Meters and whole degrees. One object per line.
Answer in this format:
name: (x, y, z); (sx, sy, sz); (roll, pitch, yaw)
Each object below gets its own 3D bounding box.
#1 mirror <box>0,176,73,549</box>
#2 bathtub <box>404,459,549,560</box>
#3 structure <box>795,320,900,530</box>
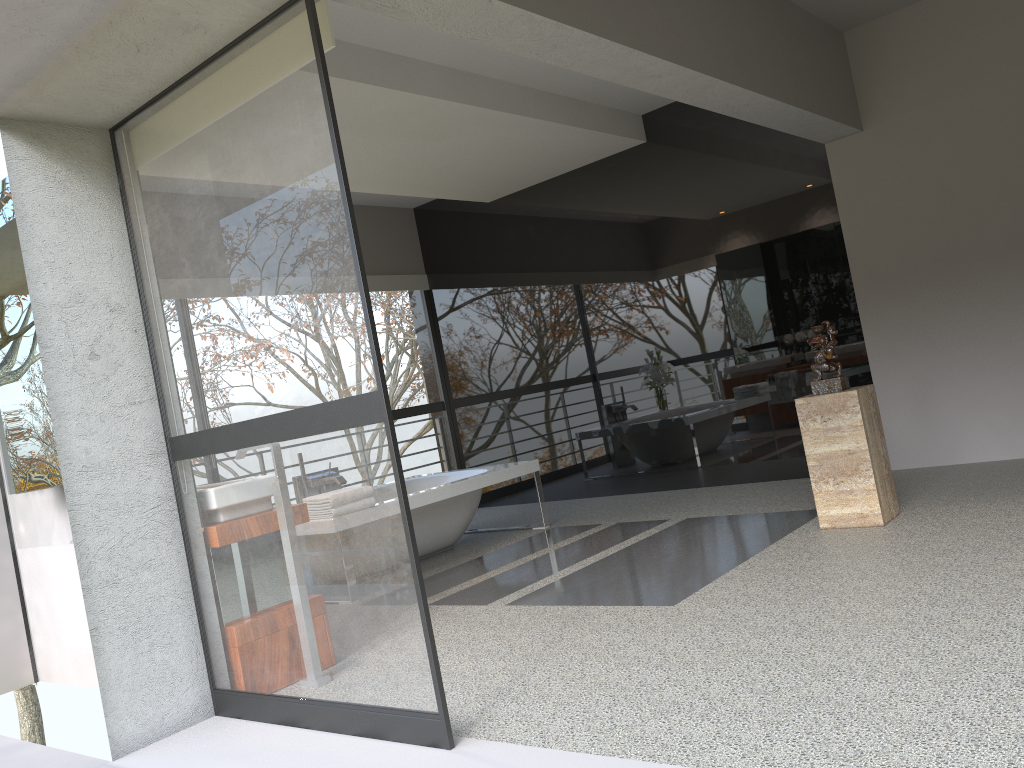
mirror: (-2.115, -0.060, 4.010); (1.788, 1.618, 0.253); (-12, -2, 39)
bathtub: (-0.868, 1.011, 6.219); (1.326, 0.504, 1.960); (-12, -1, 39)
structure: (1.732, 0.197, 4.679); (0.328, 1.074, 0.292); (-12, -2, 39)
